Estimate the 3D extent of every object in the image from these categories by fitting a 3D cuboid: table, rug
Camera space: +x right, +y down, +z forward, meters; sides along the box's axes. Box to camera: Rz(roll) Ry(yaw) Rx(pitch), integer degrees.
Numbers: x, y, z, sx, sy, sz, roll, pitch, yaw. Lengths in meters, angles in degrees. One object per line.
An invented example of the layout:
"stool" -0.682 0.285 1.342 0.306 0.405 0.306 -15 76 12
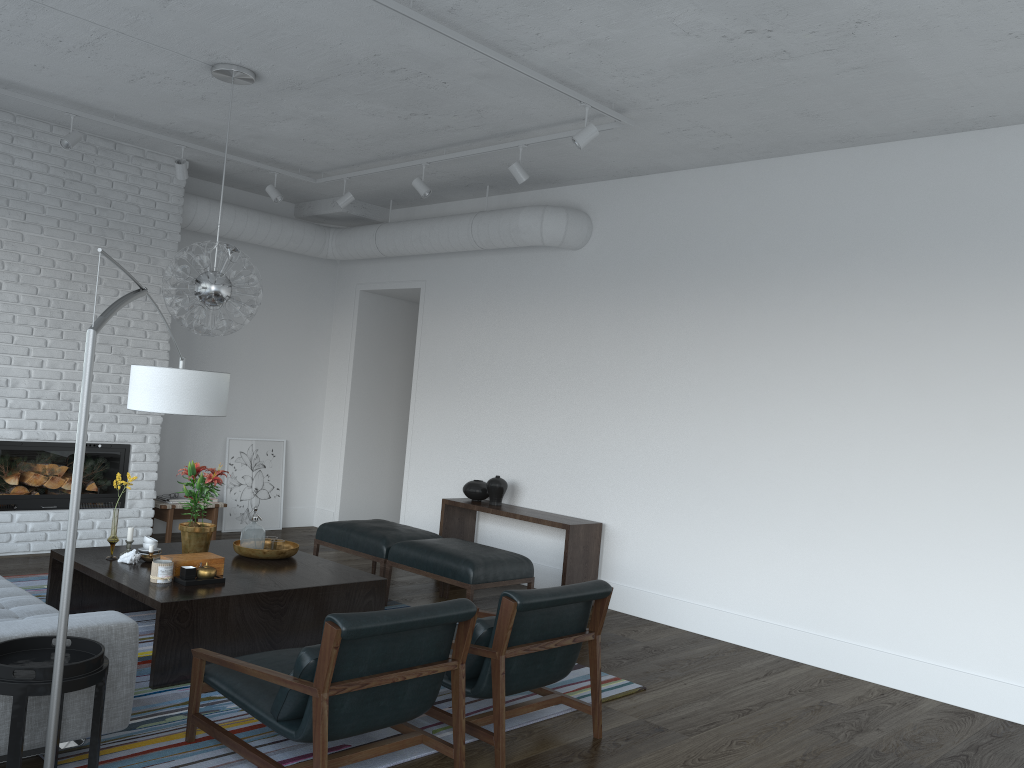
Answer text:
"table" -1.654 1.202 4.953 1.362 0.394 1.306 4 -2 43
"table" 0.024 1.290 6.902 1.362 0.617 0.375 4 -2 43
"table" -2.872 1.196 7.748 0.405 0.345 0.605 4 -2 43
"table" -1.498 1.108 2.793 0.379 0.536 0.379 6 -1 -29
"rug" -1.582 1.413 4.990 3.760 0.012 2.735 4 -2 43

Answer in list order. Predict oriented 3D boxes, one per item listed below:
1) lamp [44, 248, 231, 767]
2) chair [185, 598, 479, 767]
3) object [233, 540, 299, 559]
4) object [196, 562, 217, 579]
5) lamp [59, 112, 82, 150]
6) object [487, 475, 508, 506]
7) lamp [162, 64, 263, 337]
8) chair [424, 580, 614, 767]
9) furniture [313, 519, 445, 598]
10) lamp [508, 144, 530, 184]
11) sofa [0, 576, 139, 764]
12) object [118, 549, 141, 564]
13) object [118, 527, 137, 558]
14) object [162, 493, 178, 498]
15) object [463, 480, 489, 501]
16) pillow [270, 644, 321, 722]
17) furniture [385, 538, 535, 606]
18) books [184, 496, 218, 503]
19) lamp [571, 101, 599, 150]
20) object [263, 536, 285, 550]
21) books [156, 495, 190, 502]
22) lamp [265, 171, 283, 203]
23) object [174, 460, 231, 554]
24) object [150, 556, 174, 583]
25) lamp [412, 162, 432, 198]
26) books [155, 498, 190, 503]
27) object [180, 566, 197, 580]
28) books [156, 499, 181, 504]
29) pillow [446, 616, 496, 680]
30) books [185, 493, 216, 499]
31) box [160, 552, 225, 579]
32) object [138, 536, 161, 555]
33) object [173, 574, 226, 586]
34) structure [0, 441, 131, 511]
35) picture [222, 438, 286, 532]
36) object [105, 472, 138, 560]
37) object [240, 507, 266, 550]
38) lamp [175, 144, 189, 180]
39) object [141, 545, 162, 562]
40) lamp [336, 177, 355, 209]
"lamp" -1.386 0.521 3.230 0.432 1.738 2.162 5 -1 -13
"chair" -0.717 1.110 3.427 0.983 0.698 0.678 4 -2 43
"object" -1.475 0.993 5.318 0.383 0.068 0.383 5 -1 -4
"object" -1.556 0.947 4.513 0.103 0.077 0.103 5 -1 15
"lamp" -3.007 -1.730 6.052 0.090 0.285 0.154 5 -1 12
"object" -0.123 0.854 7.128 0.171 0.236 0.171 6 -2 -42
"lamp" -1.689 -1.049 5.149 0.552 1.546 0.552 4 -1 31
"chair" -0.141 1.175 4.038 0.983 0.698 0.678 4 -2 43
"furniture" -0.972 1.263 6.494 0.828 0.478 0.584 4 -2 43
"lamp" 0.052 -1.463 5.851 0.154 0.285 0.100 6 -1 -23
"sofa" -2.618 0.956 3.758 2.541 0.684 0.991 4 -2 43
"object" -2.066 0.931 4.789 0.124 0.078 0.069 4 -1 26
"object" -2.125 0.876 4.928 0.098 0.174 0.098 4 -2 38
"object" -2.952 0.958 7.659 0.093 0.038 0.134 5 -1 10
"object" -0.285 0.877 7.295 0.245 0.168 0.245 4 -2 35
"pillow" -0.575 1.073 3.289 0.246 0.293 0.612 4 -2 43
"furniture" -0.355 1.306 5.908 0.827 0.476 0.583 4 -2 43
"books" -2.760 1.021 7.873 0.267 0.032 0.185 4 -2 41
"lamp" 0.415 -1.450 4.959 0.154 0.285 0.088 5 -1 -1
"object" -1.445 0.983 5.375 0.085 0.089 0.195 6 -2 -37
"books" -2.937 0.987 7.665 0.280 0.019 0.202 4 -2 41
"lamp" -1.924 -1.609 7.196 0.154 0.285 0.093 5 -1 22
"object" -1.805 0.715 5.116 0.275 0.558 0.284 5 -1 5
"object" -1.740 0.927 4.425 0.117 0.116 0.106 5 -1 23
"lamp" -0.660 -1.512 6.529 0.154 0.285 0.094 5 -1 17
"books" -2.929 1.002 7.659 0.306 0.011 0.171 4 -2 43
"object" -1.631 0.950 4.464 0.058 0.055 0.058 4 -2 43
"books" -2.936 1.012 7.668 0.273 0.011 0.172 4 -2 43
"pillow" 0.001 1.137 3.901 0.246 0.293 0.612 4 -2 43
"books" -2.764 0.993 7.879 0.238 0.025 0.173 4 -2 41
"box" -1.672 0.949 4.638 0.169 0.093 0.294 4 -2 43
"object" -2.044 0.914 5.010 0.121 0.113 0.124 6 -1 -27
"object" -1.581 0.989 4.489 0.130 0.023 0.214 4 -2 43
"structure" -3.706 0.713 6.928 0.675 0.578 1.168 4 -2 43
"picture" -2.484 0.971 8.563 0.093 0.884 0.637 4 -2 43
"object" -2.145 0.723 4.868 0.121 0.470 0.120 6 -1 -31
"object" -1.541 0.875 5.291 0.143 0.288 0.143 5 -1 15
"lamp" -2.468 -1.670 6.624 0.097 0.285 0.154 5 -1 -6
"object" -1.978 0.925 4.861 0.102 0.098 0.102 5 -1 -7
"lamp" -1.348 -1.558 7.196 0.154 0.285 0.104 5 -1 -6
